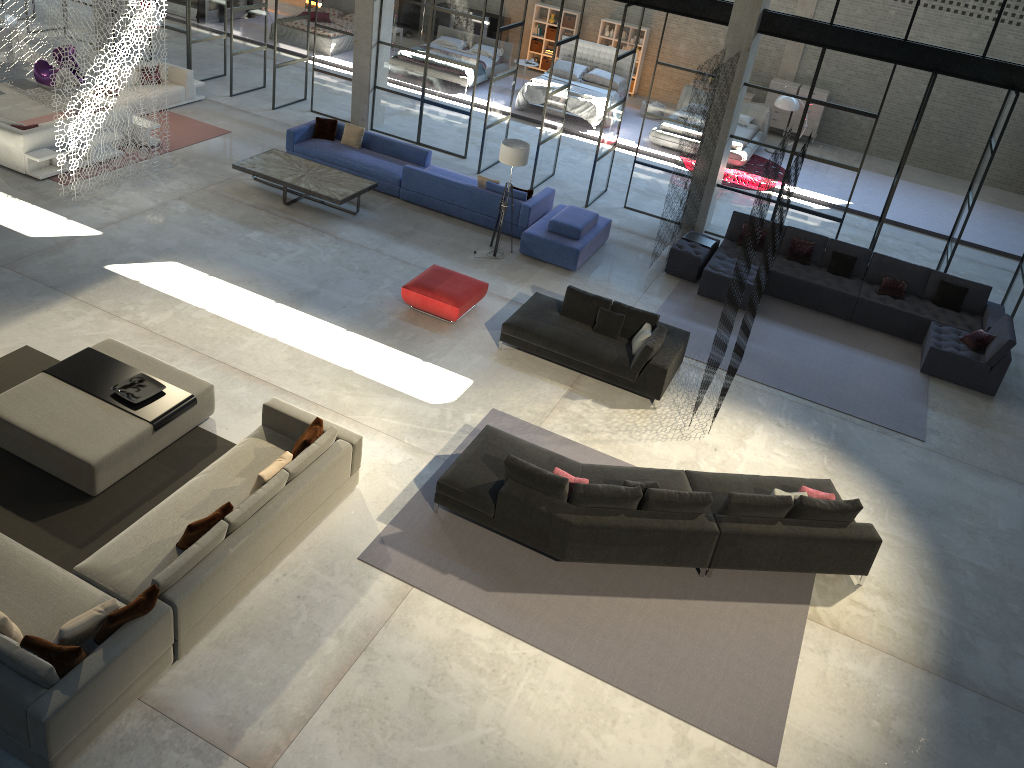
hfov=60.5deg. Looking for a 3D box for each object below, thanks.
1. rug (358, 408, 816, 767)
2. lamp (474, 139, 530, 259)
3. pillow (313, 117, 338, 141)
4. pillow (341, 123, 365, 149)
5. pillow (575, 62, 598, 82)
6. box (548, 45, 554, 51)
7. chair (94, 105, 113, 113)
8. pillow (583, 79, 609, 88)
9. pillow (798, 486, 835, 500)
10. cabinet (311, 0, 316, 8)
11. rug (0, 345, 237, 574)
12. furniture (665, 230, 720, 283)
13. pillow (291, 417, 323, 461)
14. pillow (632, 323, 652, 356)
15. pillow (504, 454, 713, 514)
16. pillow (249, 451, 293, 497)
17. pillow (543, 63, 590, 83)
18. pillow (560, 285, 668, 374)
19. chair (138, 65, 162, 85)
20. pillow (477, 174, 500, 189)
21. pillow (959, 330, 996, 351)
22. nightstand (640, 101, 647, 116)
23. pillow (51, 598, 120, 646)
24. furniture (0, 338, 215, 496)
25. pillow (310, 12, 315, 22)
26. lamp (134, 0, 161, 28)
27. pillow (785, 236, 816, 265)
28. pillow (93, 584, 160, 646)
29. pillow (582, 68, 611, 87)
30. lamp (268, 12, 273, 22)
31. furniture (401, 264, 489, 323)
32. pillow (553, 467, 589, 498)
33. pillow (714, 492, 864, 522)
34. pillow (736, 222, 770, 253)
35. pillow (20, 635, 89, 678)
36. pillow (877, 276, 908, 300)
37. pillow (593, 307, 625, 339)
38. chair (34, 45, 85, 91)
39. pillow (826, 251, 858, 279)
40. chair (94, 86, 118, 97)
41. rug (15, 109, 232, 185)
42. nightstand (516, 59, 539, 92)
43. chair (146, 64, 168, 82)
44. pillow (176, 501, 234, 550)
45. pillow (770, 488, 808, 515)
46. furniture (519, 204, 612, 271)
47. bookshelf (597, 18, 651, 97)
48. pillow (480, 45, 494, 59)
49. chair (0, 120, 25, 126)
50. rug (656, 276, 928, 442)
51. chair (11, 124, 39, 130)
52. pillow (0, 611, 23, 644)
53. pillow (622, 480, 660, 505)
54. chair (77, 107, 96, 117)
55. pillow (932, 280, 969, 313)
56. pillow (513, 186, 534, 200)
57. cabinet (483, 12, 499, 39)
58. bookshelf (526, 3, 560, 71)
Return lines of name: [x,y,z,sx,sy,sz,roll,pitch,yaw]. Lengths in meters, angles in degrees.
rug: [0.855,1.528,8.063,3.681,0.019,2.771,21,34,18]
lamp: [-0.116,-2.682,12.903,0.435,1.644,0.701,18,29,15]
pillow: [-3.306,-4.524,15.561,0.398,0.350,0.275,9,29,-1]
pillow: [-2.798,-4.354,15.417,0.408,0.360,0.216,21,31,19]
pillow: [1.537,-7.534,21.049,1.068,0.305,0.511,21,33,18]
box: [1.084,-8.992,23.486,0.216,0.103,0.137,21,32,18]
chair: [-6.853,-4.471,14.587,0.272,0.304,0.413,21,32,19]
pillow: [2.226,-7.121,20.696,0.974,0.313,0.748,21,33,18]
pillow: [2.850,1.081,8.295,0.338,0.271,0.264,13,30,6]
cabinet: [-5.508,-11.436,25.838,1.056,1.095,0.470,21,30,19]
rug: [-4.214,0.837,7.844,3.681,0.019,2.771,21,34,18]
furniture: [2.839,-2.017,13.765,0.519,0.430,1.000,22,34,21]
pillow: [-1.867,0.542,7.942,0.259,0.350,0.423,9,30,-1]
pillow: [1.561,-0.537,10.518,0.208,0.298,0.362,9,30,-1]
pillow: [0.832,1.010,7.867,1.892,0.397,0.460,10,30,1]
pillow: [-2.059,0.807,7.467,0.210,0.360,0.420,20,32,18]
pillow: [1.323,-7.424,20.824,1.044,0.353,0.694,23,34,21]
pillow: [1.336,-0.730,10.743,0.753,0.396,1.656,-13,38,-33]
chair: [-6.953,-5.929,16.859,0.415,0.316,0.269,-11,36,-31]
pillow: [-0.376,-3.171,14.177,0.408,0.360,0.216,21,31,19]
pillow: [6.327,-0.627,11.874,0.338,0.272,0.366,7,30,-5]
nightstand: [3.378,-6.577,21.071,0.586,0.283,0.503,19,32,15]
pillow: [-2.892,1.635,5.946,0.271,0.336,0.413,29,35,30]
furniture: [-3.955,0.257,8.470,1.469,0.378,1.609,20,33,17]
pillow: [-5.030,-9.407,22.436,0.876,0.201,0.670,9,32,0]
lamp: [-6.208,-6.652,14.909,0.450,1.038,0.456,24,31,25]
pillow: [4.467,-2.061,13.582,0.412,0.356,0.201,21,30,19]
pillow: [-2.653,1.603,6.065,0.264,0.350,0.416,22,32,20]
pillow: [2.203,-7.167,20.593,0.995,0.276,0.722,22,34,20]
lamp: [-6.556,-10.731,23.620,0.805,1.814,0.721,-4,31,-25]
furniture: [-0.880,-1.192,11.566,0.867,0.356,0.895,20,33,17]
pillow: [0.523,0.912,7.945,0.345,0.291,0.209,18,30,14]
pillow: [2.542,1.168,8.059,1.297,0.387,0.288,5,29,-8]
pillow: [3.793,-2.311,13.823,0.420,0.325,0.246,21,31,19]
pillow: [-2.962,1.770,5.722,0.398,0.350,0.275,9,29,-1]
pillow: [5.680,-1.427,13.073,0.389,0.219,0.341,21,32,18]
pillow: [1.193,-0.749,10.766,0.347,0.290,0.196,19,30,16]
chair: [-8.787,-6.166,17.042,0.665,0.706,0.834,20,32,17]
pillow: [5.033,-1.808,13.384,0.388,0.316,0.229,19,30,16]
chair: [-7.366,-5.323,15.928,0.415,0.102,0.430,-3,34,-20]
rug: [-7.148,-4.300,15.188,2.684,0.019,3.799,20,34,17]
nightstand: [0.296,-7.462,21.318,0.600,0.660,0.639,6,30,-7]
chair: [-6.888,-6.032,17.037,0.384,0.318,0.266,-11,35,-31]
pillow: [-2.403,1.119,6.886,0.275,0.337,0.425,26,34,26]
pillow: [2.553,1.094,8.201,0.341,0.283,0.235,7,29,-5]
furniture: [0.877,-2.410,13.725,0.962,0.524,1.609,20,33,17]
bookshelf: [2.786,-8.465,22.768,1.259,1.658,0.344,21,29,19]
pillow: [-1.167,-8.498,22.163,1.956,0.296,0.573,21,33,18]
chair: [-7.691,-3.968,13.606,0.390,0.256,0.338,7,30,-4]
rug: [3.844,-0.563,12.134,3.681,0.019,2.771,21,34,18]
chair: [-7.456,-3.870,13.495,0.403,0.317,0.299,-3,32,-21]
pillow: [-3.469,1.593,5.862,0.408,0.360,0.216,21,31,19]
pillow: [1.142,0.995,7.970,0.354,0.302,0.210,4,29,-9]
chair: [-7.012,-4.344,14.345,0.270,0.300,0.415,13,31,6]
pillow: [6.426,-1.282,12.874,0.407,0.361,0.206,21,30,19]
pillow: [0.131,-2.994,14.037,0.398,0.350,0.275,9,29,-1]
cabinet: [-1.129,-9.749,24.309,2.112,1.095,0.470,21,30,19]
bookshelf: [1.098,-9.124,23.374,1.259,1.658,0.344,21,29,19]
